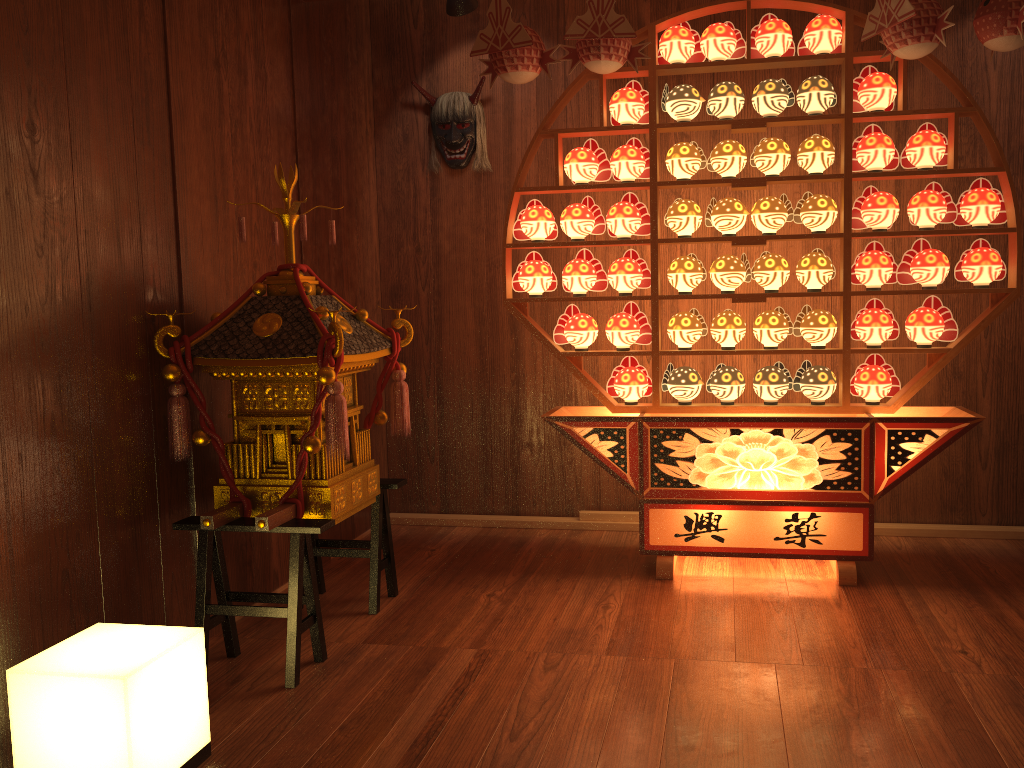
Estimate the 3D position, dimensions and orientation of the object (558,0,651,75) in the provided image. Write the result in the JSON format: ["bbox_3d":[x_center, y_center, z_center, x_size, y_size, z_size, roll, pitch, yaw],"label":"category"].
[{"bbox_3d":[0.333,-1.285,3.234,0.343,0.306,0.218,0,5,11],"label":"object"}]

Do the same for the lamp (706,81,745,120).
[{"bbox_3d":[0.828,-1.093,3.411,0.139,0.161,0.157,-1,5,2],"label":"lamp"}]

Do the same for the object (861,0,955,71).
[{"bbox_3d":[1.379,-1.276,3.048,0.244,0.314,0.359,-2,5,-10],"label":"object"}]

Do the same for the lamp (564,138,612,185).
[{"bbox_3d":[0.272,-0.891,3.531,0.194,0.200,0.162,3,7,37],"label":"lamp"}]

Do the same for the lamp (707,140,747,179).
[{"bbox_3d":[0.844,-0.874,3.431,0.141,0.161,0.155,-2,5,-8],"label":"lamp"}]

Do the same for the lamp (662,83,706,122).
[{"bbox_3d":[0.679,-1.096,3.450,0.152,0.167,0.143,1,6,27],"label":"lamp"}]

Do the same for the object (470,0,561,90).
[{"bbox_3d":[0.016,-1.274,3.284,0.353,0.311,0.246,3,7,37],"label":"object"}]

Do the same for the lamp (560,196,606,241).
[{"bbox_3d":[0.257,-0.667,3.555,0.175,0.191,0.162,3,7,42],"label":"lamp"}]

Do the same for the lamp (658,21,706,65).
[{"bbox_3d":[0.637,-1.331,3.421,0.196,0.200,0.161,1,6,21],"label":"lamp"}]

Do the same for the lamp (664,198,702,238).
[{"bbox_3d":[0.681,-0.656,3.477,0.141,0.167,0.155,-2,5,-8],"label":"lamp"}]

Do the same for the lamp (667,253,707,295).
[{"bbox_3d":[0.682,-0.437,3.502,0.135,0.167,0.162,2,6,32],"label":"lamp"}]

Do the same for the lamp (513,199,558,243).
[{"bbox_3d":[0.105,-0.664,3.580,0.191,0.187,0.155,-2,5,-8],"label":"lamp"}]

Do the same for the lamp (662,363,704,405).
[{"bbox_3d":[0.701,0.000,3.546,0.151,0.167,0.144,3,7,42],"label":"lamp"}]

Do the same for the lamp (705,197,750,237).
[{"bbox_3d":[0.856,-0.655,3.455,0.151,0.161,0.144,3,7,42],"label":"lamp"}]

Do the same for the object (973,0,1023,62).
[{"bbox_3d":[1.683,-1.290,2.995,0.226,0.318,0.370,-1,5,8],"label":"object"}]

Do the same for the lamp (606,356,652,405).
[{"bbox_3d":[0.482,-0.014,3.580,0.194,0.197,0.157,-1,5,1],"label":"lamp"}]

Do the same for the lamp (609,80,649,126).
[{"bbox_3d":[0.449,-1.110,3.476,0.195,0.200,0.161,1,6,26],"label":"lamp"}]

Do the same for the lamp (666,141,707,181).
[{"bbox_3d":[0.667,-0.876,3.464,0.134,0.167,0.162,3,7,42],"label":"lamp"}]

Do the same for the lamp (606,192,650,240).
[{"bbox_3d":[0.442,-0.672,3.520,0.195,0.200,0.161,1,6,26],"label":"lamp"}]

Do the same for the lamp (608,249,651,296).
[{"bbox_3d":[0.450,-0.449,3.540,0.177,0.192,0.161,1,6,27],"label":"lamp"}]

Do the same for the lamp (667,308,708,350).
[{"bbox_3d":[0.684,-0.218,3.525,0.134,0.167,0.162,3,7,42],"label":"lamp"}]

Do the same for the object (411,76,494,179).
[{"bbox_3d":[-0.269,-1.183,4.133,0.359,0.453,0.139,0,5,10],"label":"object"}]

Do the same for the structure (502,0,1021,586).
[{"bbox_3d":[0.929,-0.368,3.467,1.937,2.195,0.496,0,5,10],"label":"structure"}]

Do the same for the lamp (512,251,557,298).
[{"bbox_3d":[0.095,-0.449,3.602,0.190,0.195,0.156,-2,5,-4],"label":"lamp"}]

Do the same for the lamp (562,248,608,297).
[{"bbox_3d":[0.269,-0.452,3.571,0.196,0.200,0.161,1,6,21],"label":"lamp"}]

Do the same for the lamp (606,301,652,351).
[{"bbox_3d":[0.442,-0.233,3.561,0.194,0.200,0.162,3,7,37],"label":"lamp"}]

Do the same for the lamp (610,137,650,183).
[{"bbox_3d":[0.454,-0.889,3.496,0.184,0.195,0.161,1,6,27],"label":"lamp"}]

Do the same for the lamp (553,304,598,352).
[{"bbox_3d":[0.286,-0.230,3.596,0.191,0.194,0.152,-4,6,-28],"label":"lamp"}]

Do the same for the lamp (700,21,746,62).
[{"bbox_3d":[0.787,-1.321,3.400,0.164,0.179,0.162,3,7,42],"label":"lamp"}]

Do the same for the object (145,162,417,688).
[{"bbox_3d":[-0.689,0.065,2.833,0.599,1.515,0.819,0,5,12],"label":"object"}]
